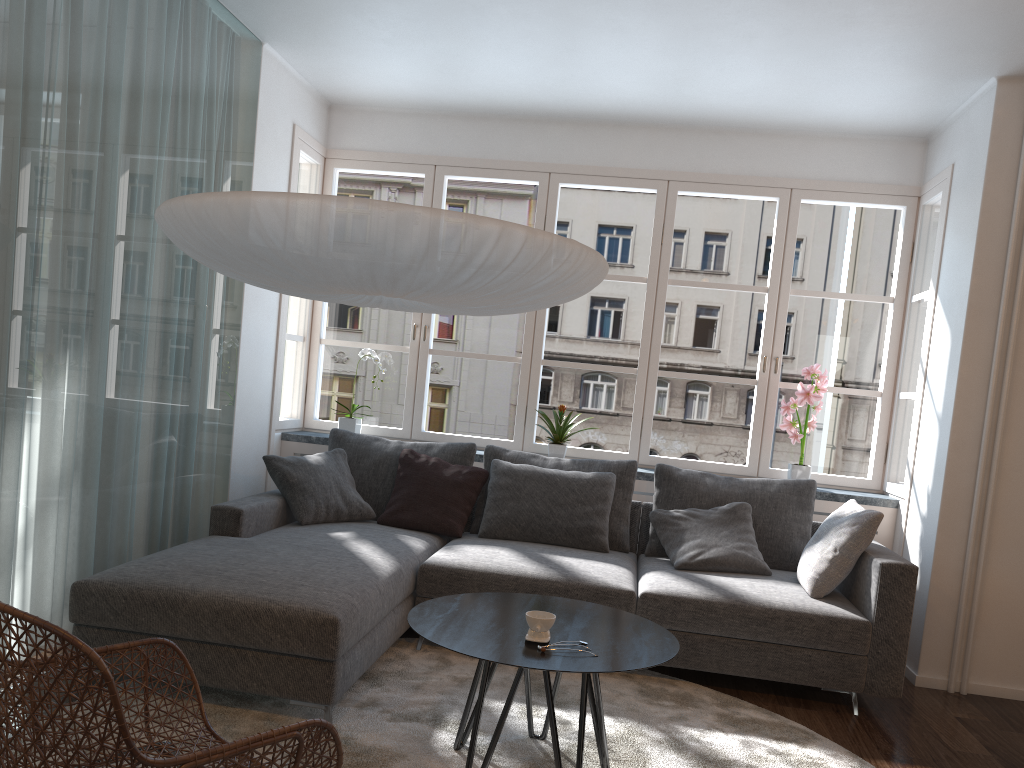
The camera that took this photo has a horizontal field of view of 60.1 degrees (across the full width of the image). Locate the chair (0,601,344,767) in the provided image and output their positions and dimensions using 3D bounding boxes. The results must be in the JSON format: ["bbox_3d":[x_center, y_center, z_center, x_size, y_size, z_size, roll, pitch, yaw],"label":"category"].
[{"bbox_3d":[-0.843,0.773,1.983,0.714,0.712,0.686,7,3,40],"label":"chair"}]

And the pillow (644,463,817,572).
[{"bbox_3d":[1.123,0.690,4.532,0.835,0.479,0.274,6,3,8],"label":"pillow"}]

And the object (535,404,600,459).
[{"bbox_3d":[0.300,0.281,5.088,0.377,0.330,0.321,5,2,-17],"label":"object"}]

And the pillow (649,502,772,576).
[{"bbox_3d":[0.964,0.733,4.314,0.492,0.322,0.442,5,1,-10],"label":"pillow"}]

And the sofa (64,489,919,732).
[{"bbox_3d":[0.122,0.904,3.815,3.064,0.674,2.036,6,0,8],"label":"sofa"}]

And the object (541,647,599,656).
[{"bbox_3d":[0.164,0.758,2.507,0.168,0.015,0.014,6,2,-5],"label":"object"}]

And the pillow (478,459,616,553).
[{"bbox_3d":[0.188,0.621,4.527,0.666,0.399,0.291,6,3,8],"label":"pillow"}]

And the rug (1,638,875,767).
[{"bbox_3d":[-0.090,1.212,2.726,2.841,0.012,2.825,6,0,-12],"label":"rug"}]

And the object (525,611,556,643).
[{"bbox_3d":[0.075,0.722,2.619,0.091,0.069,0.139,6,1,20],"label":"object"}]

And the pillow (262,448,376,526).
[{"bbox_3d":[-0.978,0.519,4.516,0.516,0.361,0.345,4,2,-43],"label":"pillow"}]

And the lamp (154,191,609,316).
[{"bbox_3d":[-0.416,-0.374,2.976,1.463,0.211,1.473,6,0,45],"label":"lamp"}]

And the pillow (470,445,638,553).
[{"bbox_3d":[0.224,0.599,4.664,0.838,0.477,0.276,6,3,8],"label":"pillow"}]

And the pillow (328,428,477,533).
[{"bbox_3d":[-0.635,0.516,4.770,0.835,0.480,0.274,6,3,8],"label":"pillow"}]

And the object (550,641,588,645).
[{"bbox_3d":[0.168,0.761,2.602,0.124,0.010,0.026,6,0,-26],"label":"object"}]

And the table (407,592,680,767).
[{"bbox_3d":[0.074,0.995,2.788,0.846,0.474,0.846,6,1,10],"label":"table"}]

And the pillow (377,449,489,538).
[{"bbox_3d":[-0.408,0.562,4.584,0.520,0.405,0.310,6,3,10],"label":"pillow"}]

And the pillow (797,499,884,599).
[{"bbox_3d":[1.457,0.739,4.024,0.286,0.416,0.493,6,2,7],"label":"pillow"}]

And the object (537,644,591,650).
[{"bbox_3d":[0.151,0.756,2.547,0.164,0.016,0.025,6,1,-17],"label":"object"}]

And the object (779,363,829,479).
[{"bbox_3d":[1.611,0.229,4.911,0.201,0.694,0.296,5,4,-13],"label":"object"}]
